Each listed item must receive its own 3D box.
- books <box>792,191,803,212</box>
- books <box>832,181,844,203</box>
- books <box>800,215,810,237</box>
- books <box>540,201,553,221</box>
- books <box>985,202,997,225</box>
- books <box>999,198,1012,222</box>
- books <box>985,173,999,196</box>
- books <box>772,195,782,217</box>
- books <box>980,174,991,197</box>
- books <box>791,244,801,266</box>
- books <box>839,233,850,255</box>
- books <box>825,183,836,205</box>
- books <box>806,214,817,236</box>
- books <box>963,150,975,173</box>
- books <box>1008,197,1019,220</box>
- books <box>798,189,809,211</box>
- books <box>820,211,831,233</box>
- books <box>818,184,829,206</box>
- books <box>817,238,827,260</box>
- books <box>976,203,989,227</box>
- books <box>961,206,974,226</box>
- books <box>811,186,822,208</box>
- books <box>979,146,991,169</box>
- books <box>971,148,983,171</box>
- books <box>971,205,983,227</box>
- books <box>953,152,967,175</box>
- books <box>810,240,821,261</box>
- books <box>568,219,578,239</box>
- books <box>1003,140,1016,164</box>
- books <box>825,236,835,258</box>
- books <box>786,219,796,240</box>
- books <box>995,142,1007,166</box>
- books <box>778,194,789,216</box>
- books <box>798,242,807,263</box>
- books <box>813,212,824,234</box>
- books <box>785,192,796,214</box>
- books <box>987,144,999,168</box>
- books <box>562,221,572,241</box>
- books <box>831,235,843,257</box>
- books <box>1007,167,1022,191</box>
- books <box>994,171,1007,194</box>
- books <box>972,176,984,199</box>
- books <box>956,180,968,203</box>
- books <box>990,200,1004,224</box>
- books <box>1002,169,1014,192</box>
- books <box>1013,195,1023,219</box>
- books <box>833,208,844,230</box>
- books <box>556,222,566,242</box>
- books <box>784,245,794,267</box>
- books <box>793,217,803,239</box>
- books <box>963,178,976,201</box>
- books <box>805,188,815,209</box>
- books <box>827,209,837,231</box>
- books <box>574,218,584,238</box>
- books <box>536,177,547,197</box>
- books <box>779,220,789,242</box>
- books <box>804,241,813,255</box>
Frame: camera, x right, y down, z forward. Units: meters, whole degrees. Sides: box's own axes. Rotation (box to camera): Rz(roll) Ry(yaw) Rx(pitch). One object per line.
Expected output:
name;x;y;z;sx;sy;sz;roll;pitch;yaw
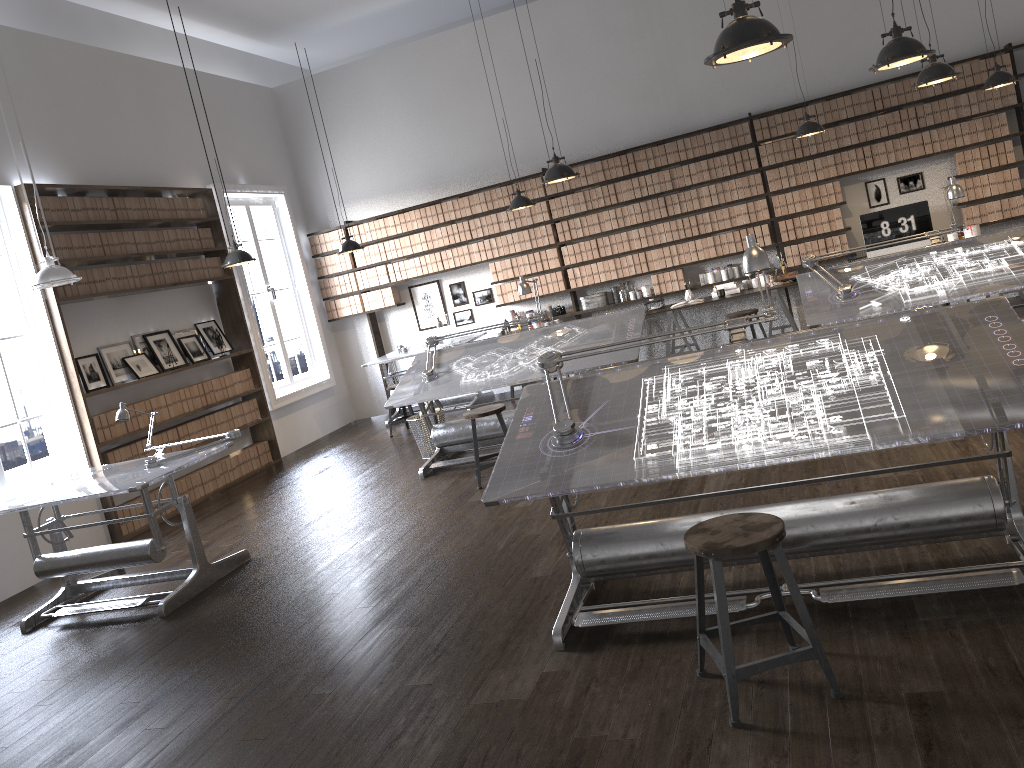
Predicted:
books;3.029;-1.935;9.400;0.066;0.224;0.176;-12;6;18
books;3.412;-2.008;9.276;0.066;0.225;0.176;-12;6;19
books;3.114;-1.673;9.412;0.066;0.225;0.176;-12;6;18
books;0.405;-1.987;10.183;0.066;0.225;0.176;-12;6;18
books;4.797;-1.714;8.899;0.066;0.224;0.176;-12;6;19
books;4.925;-1.738;8.859;0.066;0.225;0.176;-12;6;19
books;4.798;-1.993;8.853;0.066;0.225;0.176;-12;6;19
books;2.832;-1.898;9.469;0.066;0.225;0.176;-12;6;18
books;4.731;-1.981;8.878;0.066;0.225;0.176;-12;6;19
books;3.040;-1.379;9.477;0.066;0.225;0.176;-12;6;18
books;3.500;-1.468;9.331;0.066;0.225;0.176;-12;6;18
books;3.344;-1.995;9.294;0.066;0.225;0.176;-12;6;19
books;3.181;-1.687;9.395;0.066;0.225;0.176;-12;6;19
books;4.575;-2.230;8.891;0.066;0.225;0.176;-12;6;19
books;4.991;-1.751;8.839;0.066;0.225;0.176;-12;6;19
books;3.088;-1.947;9.382;0.066;0.224;0.176;-12;6;18
books;3.308;-1.710;9.346;0.066;0.225;0.176;-12;6;18
books;3.279;-1.983;9.320;0.066;0.225;0.176;-12;6;18
books;3.297;-1.428;9.394;0.066;0.225;0.176;-12;6;18
books;4.739;-1.703;8.920;0.066;0.224;0.176;-12;6;19
books;4.614;-1.679;8.963;0.066;0.225;0.176;-12;6;19
books;3.213;-1.971;9.342;0.066;0.225;0.176;-12;6;18
books;4.708;-2.255;8.847;0.066;0.225;0.176;-12;6;18
books;4.640;-2.241;8.865;0.066;0.225;0.176;-12;6;18
books;4.676;-1.690;8.936;0.066;0.225;0.176;-12;6;18
books;4.509;-2.217;8.912;0.066;0.225;0.176;-12;6;19
books;3.229;-1.416;9.422;0.066;0.224;0.176;-12;6;19
books;0.716;-1.769;10.127;0.066;0.225;0.176;-12;6;18
books;4.916;-2.294;8.776;0.066;0.224;0.176;-12;6;19
books;3.368;-1.443;9.376;0.066;0.225;0.176;-12;6;19
books;2.978;-1.647;9.457;0.066;0.225;0.176;-12;6;19
books;4.846;-2.281;8.801;0.066;0.224;0.176;-12;6;18
books;2.896;-1.910;9.446;0.066;0.225;0.176;-12;6;18
books;3.107;-1.392;9.455;0.066;0.225;0.176;-12;6;19
books;3.247;-1.699;9.373;0.066;0.225;0.176;-12;6;19
books;2.961;-1.922;9.420;0.066;0.225;0.176;-12;6;19
books;4.776;-2.267;8.819;0.066;0.225;0.176;-12;6;19
books;0.644;-1.755;10.145;0.066;0.225;0.176;-12;6;19
books;3.433;-1.454;9.349;0.066;0.225;0.176;-12;6;19
books;4.985;-2.030;8.796;0.066;0.225;0.176;-12;6;19
books;4.860;-2.005;8.832;0.066;0.225;0.176;-12;6;18
books;4.667;-1.970;8.903;0.066;0.225;0.176;-12;6;18
books;4.535;-1.944;8.941;0.066;0.225;0.176;-12;6;19
books;4.858;-1.725;8.877;0.066;0.225;0.176;-12;6;18
books;4.920;-2.017;8.817;0.066;0.224;0.176;-12;6;19
books;5.049;-1.761;8.812;0.066;0.225;0.176;-12;6;19
books;3.430;-1.734;9.309;0.066;0.224;0.176;-12;6;19
books;0.577;-1.743;10.173;0.066;0.224;0.176;-12;6;18
books;2.974;-1.367;9.503;0.066;0.225;0.176;-12;6;18
books;3.049;-1.662;9.439;0.066;0.225;0.176;-12;6;18
books;4.602;-1.957;8.923;0.066;0.225;0.176;-12;6;18
books;3.149;-1.957;9.357;0.066;0.225;0.176;-12;6;19
books;3.372;-1.723;9.330;0.066;0.224;0.176;-12;6;19
books;0.781;-1.781;10.101;0.066;0.225;0.176;-12;6;18
books;0.348;-2.256;10.157;0.066;0.225;0.176;-12;6;19
books;2.910;-1.635;9.485;0.066;0.224;0.176;-12;6;18
books;3.168;-1.404;9.440;0.066;0.224;0.176;-12;6;18
